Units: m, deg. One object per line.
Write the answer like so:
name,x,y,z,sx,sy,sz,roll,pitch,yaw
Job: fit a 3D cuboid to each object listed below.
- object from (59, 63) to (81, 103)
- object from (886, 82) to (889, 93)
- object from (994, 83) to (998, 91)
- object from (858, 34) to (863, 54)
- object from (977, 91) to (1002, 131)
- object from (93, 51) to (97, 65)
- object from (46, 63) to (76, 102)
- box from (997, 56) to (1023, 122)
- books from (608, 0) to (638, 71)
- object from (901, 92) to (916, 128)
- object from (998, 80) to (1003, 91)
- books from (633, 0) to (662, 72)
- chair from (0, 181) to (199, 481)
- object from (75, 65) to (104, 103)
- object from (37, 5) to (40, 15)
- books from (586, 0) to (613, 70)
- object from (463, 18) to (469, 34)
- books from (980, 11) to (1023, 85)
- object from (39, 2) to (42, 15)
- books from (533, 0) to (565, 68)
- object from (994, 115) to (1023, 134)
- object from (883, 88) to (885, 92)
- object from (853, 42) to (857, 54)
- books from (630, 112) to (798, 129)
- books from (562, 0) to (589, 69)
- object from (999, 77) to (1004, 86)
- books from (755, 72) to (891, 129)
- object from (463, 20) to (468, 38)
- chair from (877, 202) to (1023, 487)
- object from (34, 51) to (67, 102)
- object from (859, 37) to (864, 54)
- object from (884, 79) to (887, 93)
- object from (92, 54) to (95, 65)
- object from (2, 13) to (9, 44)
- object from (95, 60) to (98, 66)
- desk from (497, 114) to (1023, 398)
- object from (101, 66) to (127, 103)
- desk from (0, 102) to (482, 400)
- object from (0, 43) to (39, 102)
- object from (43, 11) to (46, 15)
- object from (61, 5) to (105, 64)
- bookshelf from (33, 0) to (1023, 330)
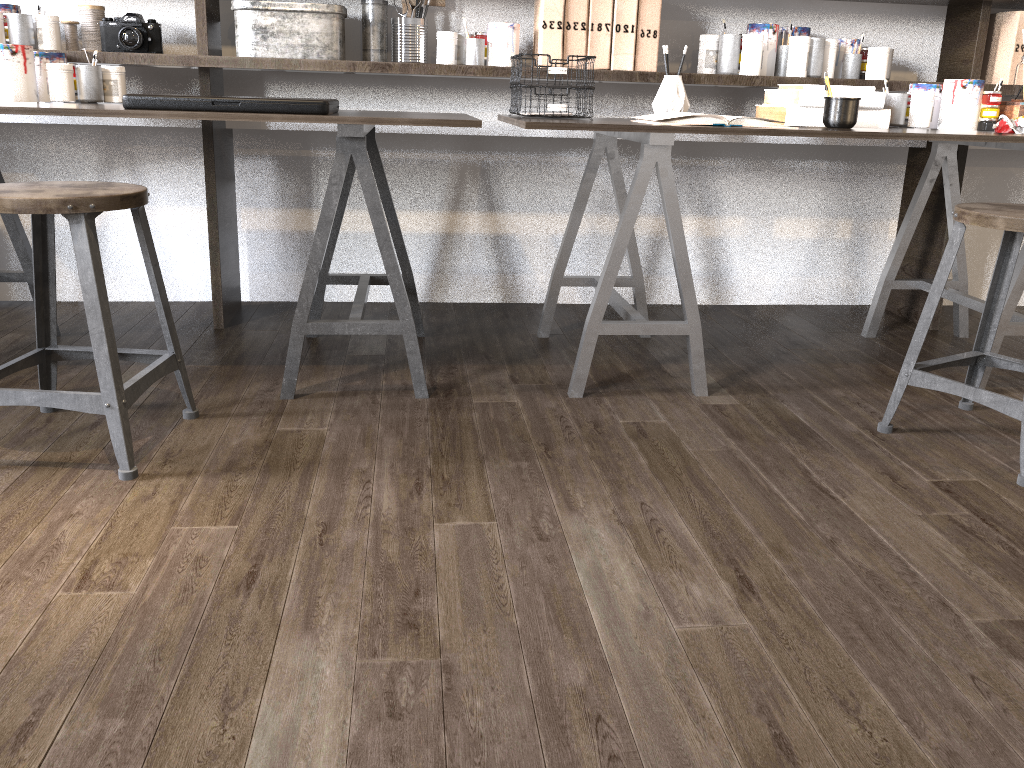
object,-1.163,-0.792,2.330,0.045,0.100,0.045,0,16,-7
object,1.125,-0.838,2.639,0.036,0.116,0.005,2,16,-1
object,1.388,-0.814,2.581,0.040,0.123,0.005,-1,16,-10
object,1.058,-0.999,2.708,0.004,0.133,0.030,-1,16,-11
object,1.353,-0.772,2.507,0.049,0.110,0.050,1,16,-3
object,-1.126,-0.829,2.385,0.029,0.132,0.004,-1,16,-11
object,-1.156,-0.772,2.271,0.062,0.093,0.062,12,19,32
box,1.516,-0.831,2.537,0.212,0.204,0.139,0,16,-6
books,0.315,-1.043,2.623,0.067,0.222,0.177,0,17,-7
object,1.165,-0.803,2.598,0.045,0.100,0.045,0,16,-6
object,1.390,-0.811,2.559,0.040,0.128,0.005,0,16,-8
books,0.385,-1.045,2.636,0.067,0.222,0.177,0,17,-7
chair,-0.879,-0.124,1.766,0.371,0.521,0.363,2,16,1
object,-1.106,-0.786,2.319,0.063,0.092,0.063,16,22,40
object,-1.339,-1.006,2.492,0.036,0.116,0.005,6,16,14
books,0.244,-1.044,2.619,0.067,0.222,0.177,0,17,-7
object,-0.124,-0.993,2.564,0.041,0.123,0.008,-3,16,-18
books,1.539,-1.041,2.768,0.067,0.222,0.177,0,17,-7
object,-1.330,-1.006,2.494,0.030,0.132,0.004,6,16,15
books,0.107,-1.041,2.598,0.067,0.223,0.177,0,17,-7
object,1.386,-0.695,2.374,0.198,0.050,0.133,-11,22,-34
object,1.124,-0.837,2.660,0.035,0.101,0.004,2,16,0
object,1.042,-0.993,2.715,0.004,0.103,0.035,0,16,-8
books,0.499,-0.664,2.225,0.354,0.029,0.260,0,18,-6
books,0.173,-1.043,2.611,0.067,0.222,0.177,0,17,-7
object,1.398,-0.812,2.565,0.033,0.146,0.005,0,16,-7
books,0.875,-0.775,2.426,0.294,0.145,0.391,0,18,-7
object,-0.128,-0.985,2.561,0.028,0.125,0.004,0,16,-8
chair,1.090,-0.111,1.925,0.373,0.521,0.362,-9,19,-32
object,-1.227,-0.813,2.350,0.095,0.126,0.095,1,16,-3
object,1.061,-1.002,2.716,0.005,0.118,0.036,-1,16,-10
object,1.117,-0.840,2.643,0.029,0.132,0.004,1,16,-2
object,-1.133,-0.827,2.379,0.036,0.116,0.005,-2,16,-12
object,-1.421,-0.910,2.325,0.077,0.144,0.349,6,18,15
object,-1.137,-0.826,2.400,0.035,0.101,0.004,-2,16,-14
desk,0.812,-0.373,2.468,1.668,0.660,0.665,0,17,-7
object,-1.065,-0.801,2.371,0.062,0.093,0.062,16,22,40
desk,-0.941,-0.365,2.266,1.668,0.660,0.665,0,17,-7
object,-1.263,-0.785,2.240,0.105,0.140,0.105,-2,17,-14
object,-1.333,-1.004,2.512,0.035,0.101,0.004,5,16,12
object,-1.178,-0.979,2.485,0.107,0.159,0.238,-12,22,-39
bookshelf,0.597,-1.044,2.748,9.176,3.165,0.378,0,16,-7
